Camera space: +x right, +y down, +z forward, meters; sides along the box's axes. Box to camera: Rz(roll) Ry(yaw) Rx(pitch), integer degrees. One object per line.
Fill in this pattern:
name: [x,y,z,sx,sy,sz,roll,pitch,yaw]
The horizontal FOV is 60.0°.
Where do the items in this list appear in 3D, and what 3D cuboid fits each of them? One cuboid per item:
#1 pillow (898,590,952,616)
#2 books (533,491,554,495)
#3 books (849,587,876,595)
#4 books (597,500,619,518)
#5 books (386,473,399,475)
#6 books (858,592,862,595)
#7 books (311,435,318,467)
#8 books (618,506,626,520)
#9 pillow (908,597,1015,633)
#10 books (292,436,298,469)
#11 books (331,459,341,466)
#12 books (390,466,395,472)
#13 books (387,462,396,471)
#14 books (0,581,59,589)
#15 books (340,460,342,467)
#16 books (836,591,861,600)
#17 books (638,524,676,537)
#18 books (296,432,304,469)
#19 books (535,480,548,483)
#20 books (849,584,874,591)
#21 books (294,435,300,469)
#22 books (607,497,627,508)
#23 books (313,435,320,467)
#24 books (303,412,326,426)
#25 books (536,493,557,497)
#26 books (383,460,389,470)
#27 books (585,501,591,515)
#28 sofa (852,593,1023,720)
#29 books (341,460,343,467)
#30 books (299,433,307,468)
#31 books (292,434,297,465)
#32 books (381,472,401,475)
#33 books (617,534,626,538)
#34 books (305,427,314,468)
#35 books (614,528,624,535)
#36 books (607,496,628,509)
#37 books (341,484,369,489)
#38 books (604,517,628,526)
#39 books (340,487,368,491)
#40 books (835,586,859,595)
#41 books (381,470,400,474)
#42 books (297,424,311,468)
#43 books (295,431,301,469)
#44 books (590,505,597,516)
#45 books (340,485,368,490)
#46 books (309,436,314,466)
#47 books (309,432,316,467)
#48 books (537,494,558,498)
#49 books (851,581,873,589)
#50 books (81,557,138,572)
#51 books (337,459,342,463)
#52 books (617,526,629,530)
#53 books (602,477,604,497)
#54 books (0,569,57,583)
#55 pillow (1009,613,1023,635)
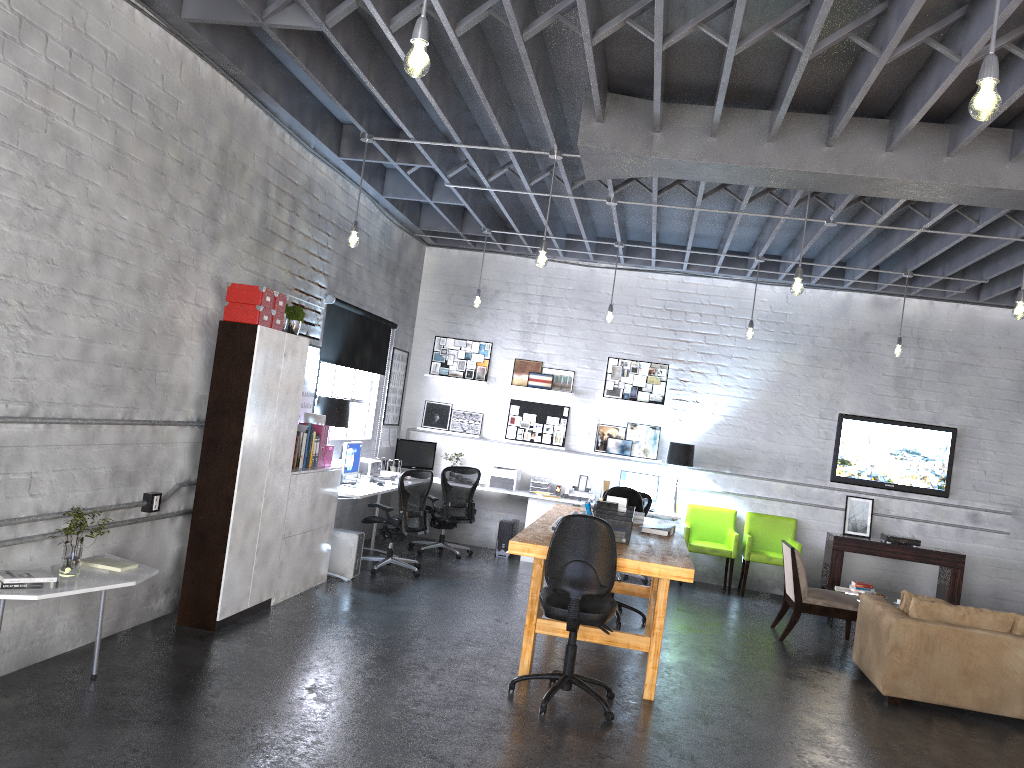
pillow: [3.129,1.782,6.707,0.522,0.403,0.319,7,-2,29]
books: [0.377,1.282,10.442,0.211,0.014,0.148,7,-2,24]
books: [3.694,2.176,9.345,0.161,0.026,0.223,8,-2,-21]
books: [0.700,0.978,6.587,0.157,0.214,0.063,8,-1,9]
books: [-1.446,1.013,10.143,0.297,0.006,0.210,7,-2,11]
books: [3.664,2.201,9.353,0.223,0.032,0.161,8,-2,-11]
books: [-1.762,0.552,7.460,0.218,0.267,0.060,7,-1,14]
books: [0.770,1.002,6.606,0.143,0.188,0.061,8,-1,9]
pillow: [3.232,1.788,6.476,0.704,0.402,0.291,7,-1,9]
books: [-1.796,0.532,7.052,0.161,0.266,0.026,8,-1,9]
books: [-1.731,0.838,8.464,0.172,0.243,0.026,8,-1,9]
books: [-1.407,1.010,10.467,0.037,0.076,0.102,7,-2,24]
books: [-1.426,0.976,10.467,0.017,0.121,0.184,7,-2,24]
books: [-2.396,0.973,4.375,0.251,0.031,0.185,9,-2,-39]
books: [-1.729,0.838,8.468,0.173,0.243,0.026,8,-1,9]
books: [3.434,2.154,9.079,0.174,0.045,0.240,8,-2,-1]
books: [1.128,1.122,6.889,0.244,0.067,0.299,7,-2,19]
books: [-1.784,0.523,7.146,0.170,0.293,0.057,8,-1,9]
books: [0.355,1.186,10.785,0.134,0.008,0.203,8,-2,-8]
books: [3.687,2.150,9.351,0.208,0.024,0.144,8,-2,-6]
books: [-1.790,0.534,7.078,0.161,0.266,0.027,8,-1,9]
books: [0.829,1.021,7.111,0.158,0.200,0.082,8,-1,9]
books: [-1.753,0.554,7.520,0.220,0.271,0.082,8,-1,9]
books: [-1.709,0.387,7.636,0.192,0.267,0.060,8,-1,9]
books: [0.401,1.299,10.441,0.211,0.014,0.148,8,-2,-16]
books: [-1.484,0.961,10.509,0.052,0.109,0.133,7,-2,24]
books: [0.545,0.930,6.110,0.108,0.234,0.166,8,-1,9]
sofa: [3.871,2.136,6.610,2.329,0.628,1.105,7,-2,9]
books: [-1.726,0.838,8.495,0.179,0.247,0.026,8,-1,9]
books: [-1.774,0.530,7.196,0.174,0.286,0.045,8,-1,9]
books: [-1.809,0.525,7.021,0.167,0.275,0.037,8,-1,9]
books: [-1.446,1.008,10.143,0.297,0.006,0.210,7,-2,9]
books: [0.713,1.031,6.091,0.141,0.021,0.203,7,-2,10]
books: [-1.759,0.510,7.334,0.197,0.339,0.065,8,-1,9]
books: [0.711,1.009,6.087,0.127,0.022,0.181,8,-2,4]
books: [0.838,1.016,7.142,0.171,0.210,0.046,8,-1,9]
books: [-1.477,0.966,8.348,0.212,0.010,0.171,6,-2,35]
books: [0.706,0.991,6.405,0.232,0.027,0.184,8,-2,-19]
books: [-1.483,0.987,8.341,0.213,0.012,0.158,6,-2,34]
books: [3.435,2.117,9.103,0.223,0.027,0.161,7,-2,19]
books: [-1.445,1.003,10.148,0.297,0.006,0.210,7,-2,10]
books: [-1.764,0.504,7.273,0.176,0.346,0.053,8,-1,9]
books: [-1.792,0.518,7.106,0.159,0.298,0.026,8,-1,9]
books: [0.573,0.946,6.090,0.097,0.209,0.158,8,-1,9]
books: [-1.484,0.975,8.344,0.209,0.012,0.158,7,-2,32]
books: [-1.747,0.550,7.379,0.161,0.266,0.026,8,-1,9]
books: [-1.736,0.536,7.404,0.159,0.298,0.026,8,-1,9]
books: [0.417,1.316,10.450,0.211,0.014,0.148,9,-2,-27]
books: [3.689,2.118,9.344,0.185,0.041,0.129,8,-2,4]
books: [-2.268,1.017,5.000,0.248,0.021,0.177,7,-2,9]
books: [-1.726,0.837,8.482,0.177,0.246,0.026,8,-1,9]
books: [0.713,1.016,6.407,0.250,0.022,0.205,7,-2,14]
books: [1.095,1.270,10.638,0.043,0.296,0.210,8,-1,9]
books: [-2.394,0.946,4.365,0.234,0.022,0.185,10,-3,-43]
pillow: [3.894,1.875,6.370,0.666,0.402,0.291,7,-1,9]
